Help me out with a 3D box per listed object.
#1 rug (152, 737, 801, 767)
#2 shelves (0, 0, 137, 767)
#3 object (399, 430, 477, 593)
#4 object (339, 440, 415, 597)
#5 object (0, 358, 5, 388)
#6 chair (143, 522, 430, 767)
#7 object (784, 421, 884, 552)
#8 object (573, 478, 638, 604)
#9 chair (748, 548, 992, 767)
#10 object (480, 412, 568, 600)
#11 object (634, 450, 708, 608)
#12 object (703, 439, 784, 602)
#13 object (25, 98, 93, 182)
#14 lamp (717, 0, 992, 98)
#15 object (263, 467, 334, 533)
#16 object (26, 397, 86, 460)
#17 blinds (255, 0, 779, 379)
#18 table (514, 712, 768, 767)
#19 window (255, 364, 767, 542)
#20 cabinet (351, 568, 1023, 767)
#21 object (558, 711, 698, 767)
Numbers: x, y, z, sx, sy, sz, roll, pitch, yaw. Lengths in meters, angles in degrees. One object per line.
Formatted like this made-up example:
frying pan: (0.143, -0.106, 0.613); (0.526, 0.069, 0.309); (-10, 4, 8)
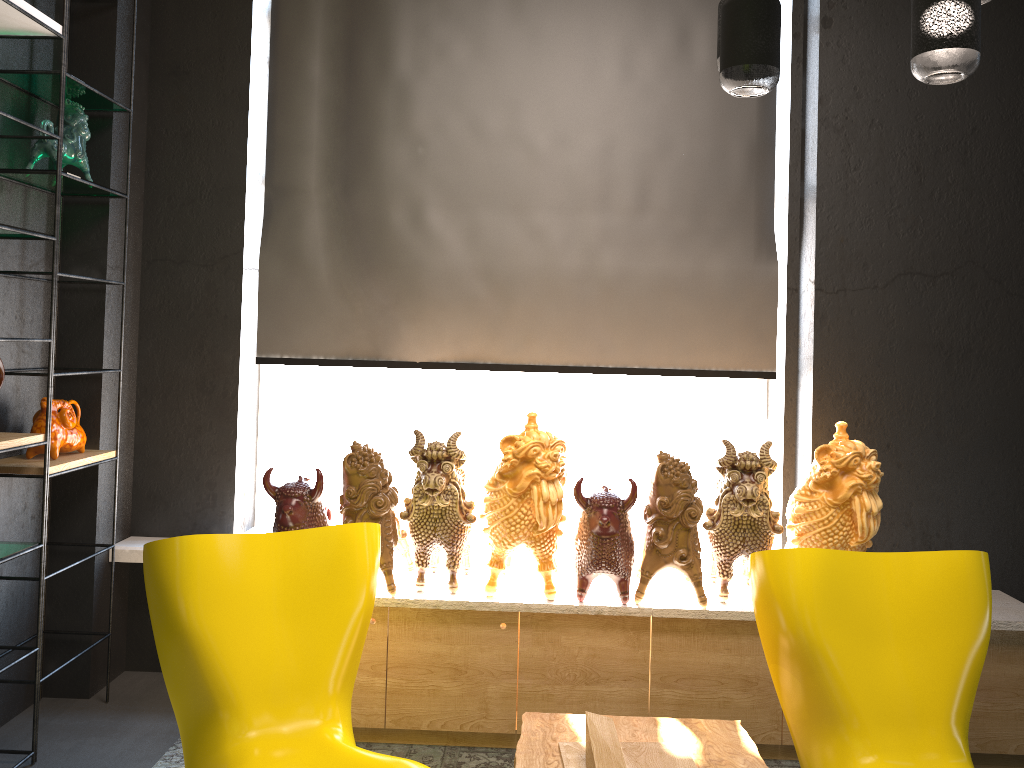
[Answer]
rug: (0.604, 1.339, 2.023); (3.596, 0.010, 2.190); (2, 3, 2)
shelves: (-1.668, -0.677, 1.951); (0.274, 3.912, 2.991); (2, 0, 2)
object: (-0.270, 0.446, 3.215); (0.271, 0.580, 0.430); (2, 0, -5)
object: (-0.489, 0.465, 3.251); (0.249, 0.546, 0.475); (1, 0, 9)
object: (-1.656, 0.027, 2.678); (0.114, 0.290, 0.249); (2, 0, 2)
chair: (-0.590, 0.850, 2.294); (0.657, 0.897, 1.070); (2, 1, -28)
object: (1.121, 0.452, 3.162); (0.307, 0.655, 0.469); (2, 0, 7)
object: (0.333, 0.531, 3.178); (0.219, 0.441, 0.462); (2, 1, 7)
chair: (1.007, 0.898, 2.237); (0.658, 0.897, 1.069); (2, 1, -3)
object: (0.050, 0.420, 3.194); (0.307, 0.655, 0.469); (2, 0, 7)
object: (0.581, 0.497, 3.219); (0.249, 0.546, 0.475); (1, 0, 9)
object: (0.801, 0.477, 3.183); (0.271, 0.580, 0.430); (2, 0, -5)
object: (-1.626, -0.895, 3.199); (0.152, 0.333, 0.289); (2, 0, -6)
lamp: (0.584, -1.700, 0.840); (2.673, 2.275, 2.847); (1, 1, -44)
object: (-0.737, 0.500, 3.210); (0.219, 0.441, 0.462); (2, 1, 7)
object: (-1.644, 0.153, 3.212); (0.138, 0.222, 0.278); (2, 1, 2)
blinds: (-2.613, -1.034, 3.350); (12.721, 3.314, 3.520); (3, 1, 22)
table: (0.342, 1.172, 2.247); (0.694, 0.309, 0.829); (2, 2, 1)
window: (0.023, -0.896, 4.027); (2.309, 3.172, 0.051); (2, -2, 2)
cabinet: (0.479, 1.020, 3.205); (2.730, 0.531, 0.404); (2, 0, 2)
object: (0.320, 0.951, 2.198); (0.350, 0.136, 0.520); (1, 2, -3)
